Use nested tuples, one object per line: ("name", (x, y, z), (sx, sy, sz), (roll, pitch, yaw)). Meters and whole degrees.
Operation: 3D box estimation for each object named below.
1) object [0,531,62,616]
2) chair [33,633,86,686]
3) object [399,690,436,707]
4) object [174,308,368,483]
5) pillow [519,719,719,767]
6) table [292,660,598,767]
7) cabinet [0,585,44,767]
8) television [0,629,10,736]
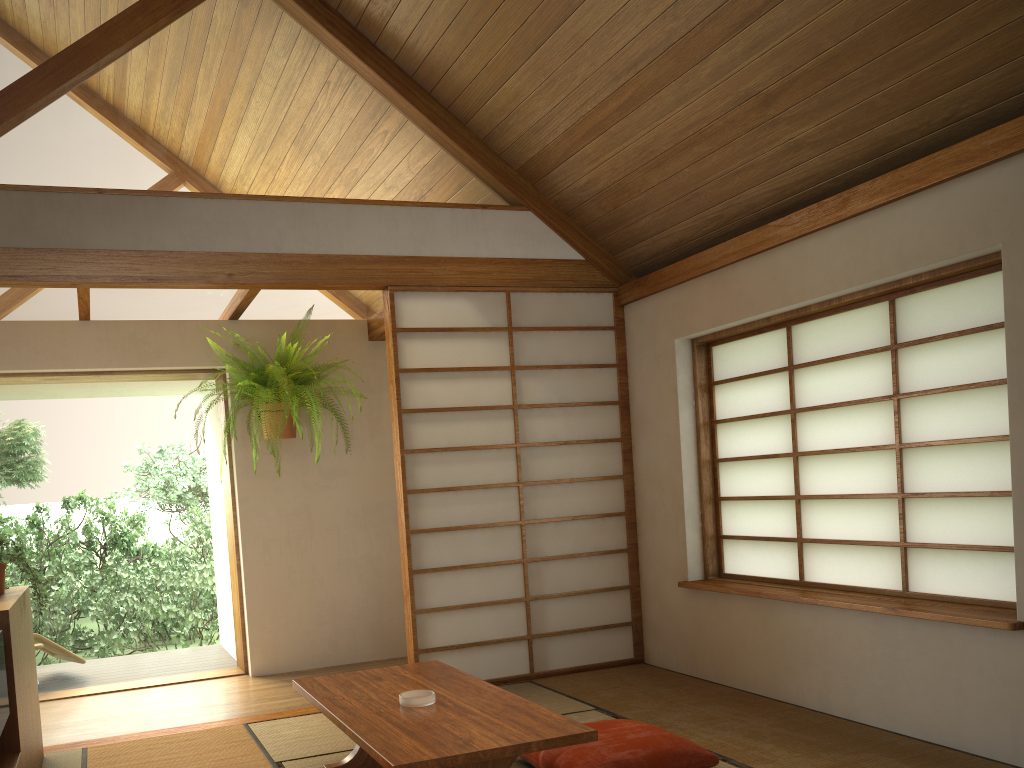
("object", (-2.098, 0.751, 3.397), (0.527, 0.376, 0.540), (-6, -4, 28))
("chair", (-3.507, 1.706, 5.749), (0.862, 0.628, 1.150), (-7, -5, 42))
("object", (-0.310, 1.031, 2.872), (0.128, 0.030, 0.110), (-9, -8, 41))
("object", (-1.395, 0.087, 5.391), (1.200, 1.129, 1.122), (-3, -2, -29))
("pillow", (0.329, 1.307, 3.137), (0.529, 0.131, 0.594), (-1, -6, -24))
("table", (-0.293, 1.218, 2.904), (0.571, 0.336, 1.270), (-2, -6, -25))
("cabinet", (-1.684, 1.055, 2.404), (0.528, 0.737, 2.800), (-3, -5, -26))
("television", (-1.668, 0.879, 2.407), (0.466, 0.539, 0.676), (-3, -3, -24))
